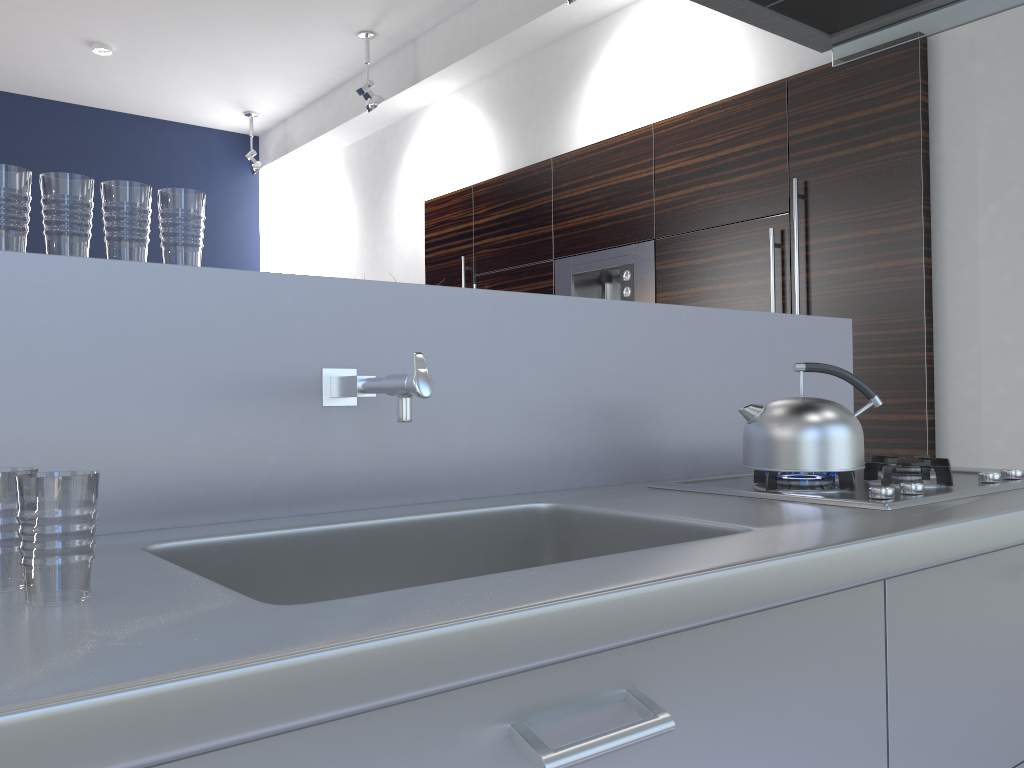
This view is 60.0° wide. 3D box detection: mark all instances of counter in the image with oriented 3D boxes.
[{"bbox_3d":[-0.309,0.470,1.353,3.291,1.300,1.302,0,-1,-38],"label":"counter"}]

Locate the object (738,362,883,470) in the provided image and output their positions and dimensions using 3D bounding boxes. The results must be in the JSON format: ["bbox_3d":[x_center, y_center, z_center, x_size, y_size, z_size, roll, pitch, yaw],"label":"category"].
[{"bbox_3d":[0.556,0.057,1.697,0.220,0.196,0.229,-2,-1,44],"label":"object"}]

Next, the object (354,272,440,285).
[{"bbox_3d":[-0.304,0.022,1.782,0.269,0.502,0.247,0,-1,-38],"label":"object"}]

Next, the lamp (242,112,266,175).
[{"bbox_3d":[-2.159,-2.005,7.432,0.185,0.511,0.150,0,-1,-38],"label":"lamp"}]

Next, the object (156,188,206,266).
[{"bbox_3d":[-0.512,-0.236,1.374,0.071,0.119,0.072,-1,-1,12],"label":"object"}]

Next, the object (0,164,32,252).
[{"bbox_3d":[-0.703,-0.236,1.226,0.072,0.119,0.071,-1,-1,2],"label":"object"}]

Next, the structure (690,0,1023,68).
[{"bbox_3d":[0.736,-1.472,1.780,0.981,1.231,0.915,0,-1,-38],"label":"structure"}]

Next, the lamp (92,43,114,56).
[{"bbox_3d":[-2.764,-2.259,5.989,0.132,0.035,0.132,-1,-1,9],"label":"lamp"}]

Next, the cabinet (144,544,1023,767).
[{"bbox_3d":[-0.311,0.694,1.359,3.285,0.852,1.377,0,-1,-38],"label":"cabinet"}]

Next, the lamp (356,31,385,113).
[{"bbox_3d":[-0.932,-2.046,5.853,0.185,0.511,0.150,0,-1,-38],"label":"lamp"}]

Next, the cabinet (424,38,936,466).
[{"bbox_3d":[0.722,-0.085,5.027,0.669,2.500,3.600,0,-1,-38],"label":"cabinet"}]

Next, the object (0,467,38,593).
[{"bbox_3d":[-0.517,0.146,0.893,0.072,0.119,0.071,0,-1,-38],"label":"object"}]

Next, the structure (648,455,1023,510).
[{"bbox_3d":[0.711,0.177,1.814,0.709,0.055,0.519,0,-1,-38],"label":"structure"}]

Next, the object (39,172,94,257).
[{"bbox_3d":[-0.640,-0.236,1.275,0.072,0.119,0.071,-1,-1,2],"label":"object"}]

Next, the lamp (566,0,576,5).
[{"bbox_3d":[0.087,-2.084,4.258,0.605,0.511,0.171,-1,-1,-6],"label":"lamp"}]

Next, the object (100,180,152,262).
[{"bbox_3d":[-0.576,-0.236,1.325,0.072,0.119,0.071,-1,-1,2],"label":"object"}]

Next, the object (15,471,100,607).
[{"bbox_3d":[-0.728,0.163,0.865,0.646,0.147,0.269,-1,-1,-13],"label":"object"}]
